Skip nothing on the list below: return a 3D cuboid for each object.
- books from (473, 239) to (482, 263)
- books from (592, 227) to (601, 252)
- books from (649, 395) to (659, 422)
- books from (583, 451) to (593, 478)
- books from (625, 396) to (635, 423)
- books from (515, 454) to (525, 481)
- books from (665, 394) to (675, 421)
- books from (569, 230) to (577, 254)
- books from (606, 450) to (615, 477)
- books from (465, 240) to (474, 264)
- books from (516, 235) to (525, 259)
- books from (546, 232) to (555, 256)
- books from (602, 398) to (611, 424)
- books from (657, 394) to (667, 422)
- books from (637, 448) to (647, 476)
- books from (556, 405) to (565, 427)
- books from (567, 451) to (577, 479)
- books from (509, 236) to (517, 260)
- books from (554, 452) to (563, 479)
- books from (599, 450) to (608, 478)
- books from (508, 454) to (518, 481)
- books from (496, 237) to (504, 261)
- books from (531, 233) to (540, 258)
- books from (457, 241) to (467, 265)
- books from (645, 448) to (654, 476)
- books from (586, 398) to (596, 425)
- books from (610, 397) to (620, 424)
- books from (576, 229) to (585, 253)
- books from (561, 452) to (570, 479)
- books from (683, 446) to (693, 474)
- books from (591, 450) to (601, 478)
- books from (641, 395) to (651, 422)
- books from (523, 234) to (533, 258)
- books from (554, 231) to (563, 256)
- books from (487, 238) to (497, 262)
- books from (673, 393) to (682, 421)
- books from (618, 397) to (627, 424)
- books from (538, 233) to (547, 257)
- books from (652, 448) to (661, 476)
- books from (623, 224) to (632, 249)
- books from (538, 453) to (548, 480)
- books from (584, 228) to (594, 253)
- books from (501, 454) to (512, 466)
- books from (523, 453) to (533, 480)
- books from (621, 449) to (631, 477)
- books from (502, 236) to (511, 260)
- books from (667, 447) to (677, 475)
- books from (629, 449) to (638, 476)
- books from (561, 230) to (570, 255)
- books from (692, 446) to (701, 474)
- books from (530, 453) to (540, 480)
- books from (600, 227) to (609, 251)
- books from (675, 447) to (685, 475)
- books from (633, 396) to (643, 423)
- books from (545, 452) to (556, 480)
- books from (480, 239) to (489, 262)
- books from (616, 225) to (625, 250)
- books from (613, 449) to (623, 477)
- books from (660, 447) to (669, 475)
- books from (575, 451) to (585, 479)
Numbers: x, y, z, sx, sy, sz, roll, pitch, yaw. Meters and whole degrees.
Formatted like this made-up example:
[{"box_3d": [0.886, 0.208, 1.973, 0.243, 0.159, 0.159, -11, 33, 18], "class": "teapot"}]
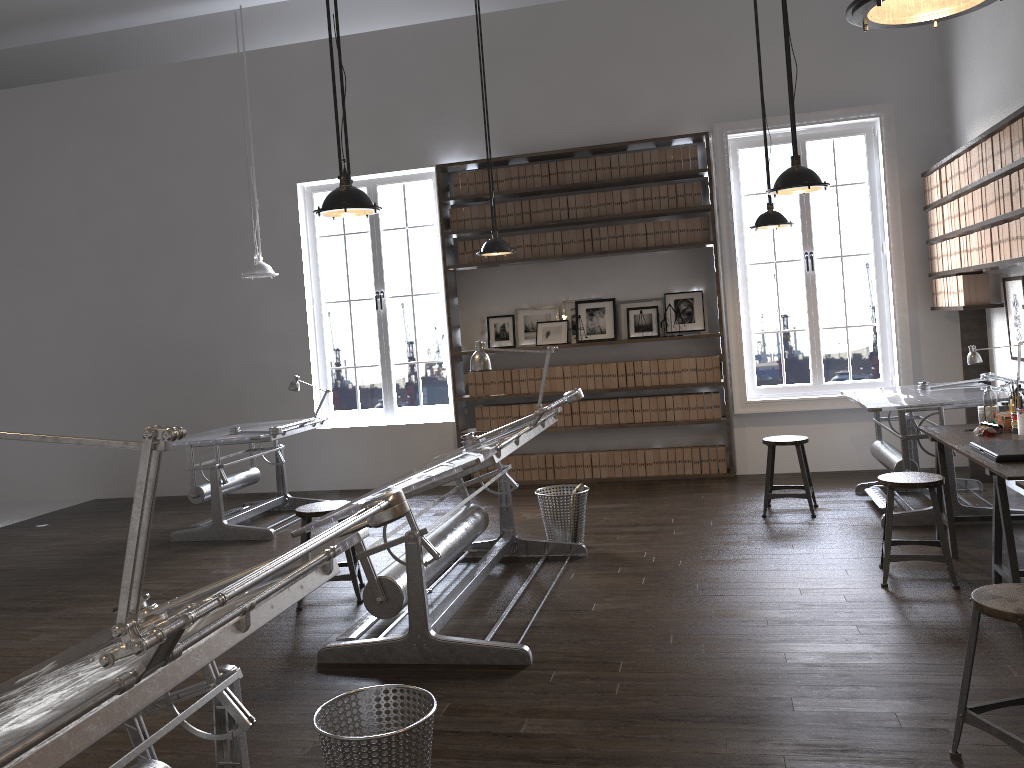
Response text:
[{"box_3d": [-0.306, -1.234, 8.299, 0.066, 0.225, 0.175, -4, 2, 13], "class": "books"}, {"box_3d": [0.778, -1.302, 8.051, 0.066, 0.225, 0.175, -4, 2, 13], "class": "books"}, {"box_3d": [1.282, 0.219, 7.980, 0.066, 0.225, 0.175, -4, 2, 13], "class": "books"}, {"box_3d": [0.704, 0.738, 8.121, 0.066, 0.225, 0.175, -4, 2, 13], "class": "books"}, {"box_3d": [1.072, 0.233, 8.020, 0.067, 0.225, 0.175, -4, 2, 13], "class": "books"}, {"box_3d": [0.087, 0.777, 8.265, 0.066, 0.225, 0.175, -4, 2, 13], "class": "books"}, {"box_3d": [1.417, 0.211, 7.943, 0.067, 0.225, 0.175, -4, 2, 13], "class": "books"}, {"box_3d": [0.569, -1.289, 8.096, 0.066, 0.225, 0.175, -4, 2, 13], "class": "books"}, {"box_3d": [0.908, 0.725, 8.076, 0.066, 0.225, 0.175, -4, 2, 13], "class": "books"}, {"box_3d": [-0.380, -1.229, 8.310, 0.067, 0.225, 0.175, -4, 2, 13], "class": "books"}, {"box_3d": [0.092, -1.258, 8.204, 0.066, 0.225, 0.175, -4, 2, 13], "class": "books"}, {"box_3d": [0.366, -1.276, 8.142, 0.066, 0.225, 0.175, -4, 2, 13], "class": "books"}, {"box_3d": [0.871, 0.245, 8.074, 0.066, 0.225, 0.175, -4, 2, 13], "class": "books"}, {"box_3d": [1.350, 0.215, 7.963, 0.066, 0.225, 0.175, -4, 2, 13], "class": "books"}, {"box_3d": [1.177, 0.708, 8.011, 0.067, 0.225, 0.175, -4, 2, 13], "class": "books"}, {"box_3d": [0.454, 0.271, 8.163, 0.066, 0.225, 0.175, -4, 2, 13], "class": "books"}, {"box_3d": [0.562, 0.747, 8.150, 0.067, 0.225, 0.175, -4, 2, 13], "class": "books"}, {"box_3d": [0.031, -1.255, 8.220, 0.066, 0.225, 0.175, -4, 2, 13], "class": "books"}, {"box_3d": [0.439, 0.754, 8.185, 0.066, 0.225, 0.175, -4, 2, 13], "class": "books"}, {"box_3d": [0.847, 0.729, 8.089, 0.066, 0.225, 0.175, -4, 2, 13], "class": "books"}, {"box_3d": [0.020, 0.781, 8.274, 0.067, 0.225, 0.175, -4, 2, 13], "class": "books"}, {"box_3d": [-0.099, -1.247, 8.251, 0.066, 0.225, 0.175, -4, 2, 13], "class": "books"}, {"box_3d": [0.231, -1.267, 8.175, 0.066, 0.225, 0.175, -4, 2, 13], "class": "books"}, {"box_3d": [-0.451, -1.224, 8.332, 0.066, 0.225, 0.175, -4, 2, 13], "class": "books"}, {"box_3d": [1.248, 0.704, 7.997, 0.066, 0.225, 0.175, -4, 2, 13], "class": "books"}, {"box_3d": [0.732, 0.254, 8.098, 0.066, 0.225, 0.175, -4, 2, 13], "class": "books"}, {"box_3d": [0.939, 0.240, 8.056, 0.066, 0.225, 0.175, -4, 2, 13], "class": "books"}, {"box_3d": [0.633, -1.293, 8.084, 0.066, 0.225, 0.175, -4, 2, 13], "class": "books"}, {"box_3d": [0.502, 0.751, 8.168, 0.066, 0.225, 0.175, -4, 2, 13], "class": "books"}, {"box_3d": [1.577, 0.683, 7.921, 0.066, 0.225, 0.175, -4, 2, 13], "class": "books"}, {"box_3d": [0.776, 0.733, 8.103, 0.067, 0.225, 0.175, -4, 2, 13], "class": "books"}, {"box_3d": [1.213, 0.223, 7.992, 0.066, 0.225, 0.175, -4, 2, 13], "class": "books"}, {"box_3d": [0.162, -1.263, 8.186, 0.067, 0.225, 0.175, -4, 2, 13], "class": "books"}, {"box_3d": [0.436, -1.280, 8.122, 0.066, 0.225, 0.175, -4, 2, 13], "class": "books"}, {"box_3d": [-0.168, -1.242, 8.267, 0.066, 0.225, 0.175, -4, 2, 13], "class": "books"}, {"box_3d": [1.488, 0.206, 7.929, 0.066, 0.225, 0.175, -4, 2, 13], "class": "books"}, {"box_3d": [1.011, 0.236, 8.039, 0.066, 0.225, 0.175, -4, 2, 13], "class": "books"}, {"box_3d": [0.299, -1.272, 8.161, 0.066, 0.225, 0.175, -4, 2, 13], "class": "books"}, {"box_3d": [1.309, 0.700, 7.985, 0.066, 0.225, 0.175, -4, 2, 13], "class": "books"}, {"box_3d": [1.049, -1.318, 7.983, 0.067, 0.225, 0.175, -4, 2, 13], "class": "books"}, {"box_3d": [0.294, 0.764, 8.218, 0.066, 0.225, 0.175, -4, 2, 13], "class": "books"}, {"box_3d": [0.704, -1.297, 8.062, 0.067, 0.225, 0.175, -4, 2, 13], "class": "books"}, {"box_3d": [-0.044, 0.785, 8.293, 0.066, 0.225, 0.175, -4, 2, 13], "class": "books"}, {"box_3d": [0.156, 0.772, 8.249, 0.066, 0.225, 0.175, -4, 2, 13], "class": "books"}, {"box_3d": [1.042, 0.716, 8.048, 0.066, 0.225, 0.175, -4, 2, 13], "class": "books"}, {"box_3d": [-0.035, -1.250, 8.230, 0.067, 0.225, 0.175, -4, 2, 13], "class": "books"}, {"box_3d": [1.440, 0.691, 7.956, 0.066, 0.225, 0.175, -4, 2, 13], "class": "books"}, {"box_3d": [1.109, 0.712, 8.031, 0.066, 0.225, 0.175, -4, 2, 13], "class": "books"}, {"box_3d": [0.506, -1.284, 8.106, 0.067, 0.225, 0.175, -4, 2, 13], "class": "books"}, {"box_3d": [1.647, 0.678, 7.910, 0.066, 0.225, 0.175, -4, 2, 13], "class": "books"}, {"box_3d": [0.224, 0.768, 8.229, 0.066, 0.225, 0.175, -4, 2, 13], "class": "books"}, {"box_3d": [0.846, -1.306, 8.031, 0.066, 0.225, 0.175, -4, 2, 13], "class": "books"}, {"box_3d": [1.509, 0.687, 7.941, 0.066, 0.225, 0.175, -4, 2, 13], "class": "books"}, {"box_3d": [1.142, 0.228, 8.004, 0.066, 0.225, 0.175, -4, 2, 13], "class": "books"}, {"box_3d": [0.366, 0.759, 8.196, 0.067, 0.225, 0.175, -4, 2, 13], "class": "books"}, {"box_3d": [-0.238, -1.238, 8.278, 0.066, 0.225, 0.175, -4, 2, 13], "class": "books"}, {"box_3d": [0.985, -1.315, 8.003, 0.066, 0.225, 0.175, -4, 2, 13], "class": "books"}, {"box_3d": [0.972, 0.721, 8.057, 0.067, 0.225, 0.175, -4, 2, 13], "class": "books"}, {"box_3d": [1.373, 0.696, 7.965, 0.067, 0.225, 0.175, -4, 2, 13], "class": "books"}, {"box_3d": [0.633, 0.743, 8.134, 0.066, 0.225, 0.175, -4, 2, 13], "class": "books"}]
